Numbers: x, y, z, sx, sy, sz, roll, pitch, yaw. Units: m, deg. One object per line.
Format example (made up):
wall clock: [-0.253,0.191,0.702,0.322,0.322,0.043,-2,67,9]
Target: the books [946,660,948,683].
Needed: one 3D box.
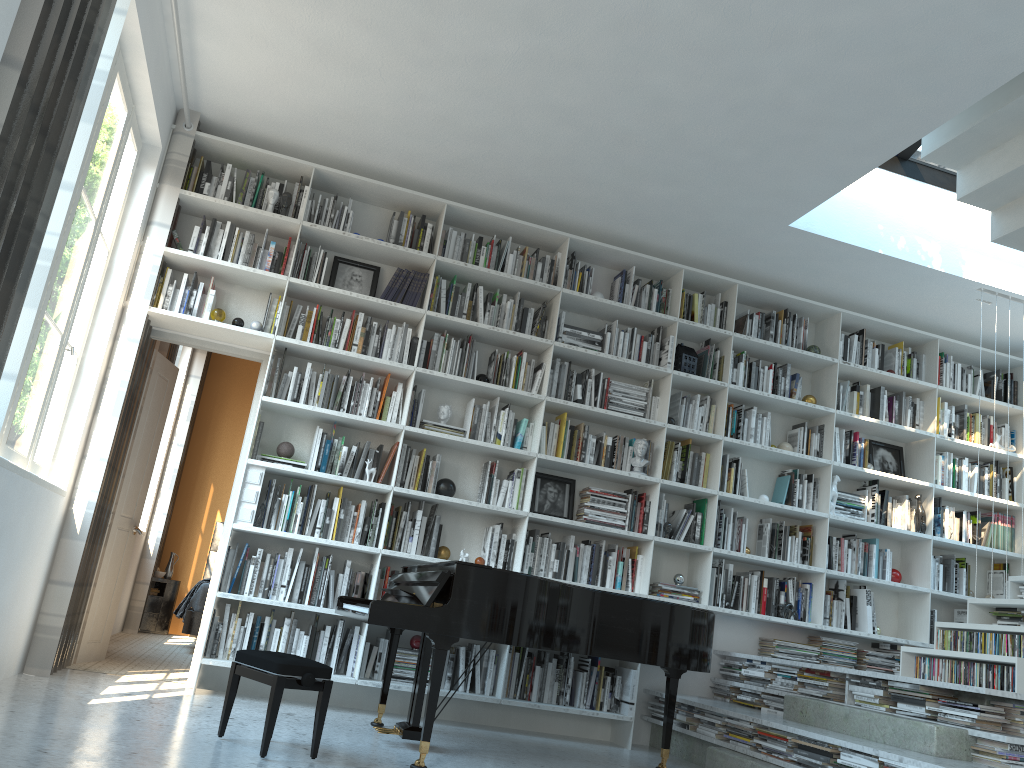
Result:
books: [2.480,1.613,4.950,0.125,0.125,0.007,13,-15,-14]

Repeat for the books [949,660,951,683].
books: [2.487,1.608,4.928,0.125,0.125,0.009,13,-15,-14]

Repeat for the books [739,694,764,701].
books: [1.521,1.930,5.437,0.159,0.009,0.229,13,-15,-13]

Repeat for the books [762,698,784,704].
books: [1.602,1.851,5.147,0.178,0.009,0.277,13,-15,-13]

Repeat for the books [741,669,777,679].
books: [1.564,1.793,5.464,0.189,0.030,0.238,14,-16,-17]

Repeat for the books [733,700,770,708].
books: [1.497,1.964,5.423,0.187,0.009,0.261,12,-15,-11]

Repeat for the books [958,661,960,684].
books: [2.505,1.595,4.871,0.125,0.125,0.008,13,-15,-14]

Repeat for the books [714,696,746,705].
books: [1.423,2.042,5.717,0.163,0.019,0.188,13,-16,-15]

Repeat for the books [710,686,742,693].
books: [1.421,1.982,5.729,0.184,0.006,0.263,13,-15,-13]

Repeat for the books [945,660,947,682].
books: [2.478,1.614,4.957,0.125,0.125,0.008,13,-15,-14]

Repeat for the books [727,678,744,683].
books: [1.499,1.920,5.729,0.134,0.014,0.181,14,-16,-17]

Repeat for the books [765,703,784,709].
books: [1.606,1.879,5.142,0.161,0.012,0.254,13,-15,-13]

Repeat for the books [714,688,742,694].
books: [1.430,1.990,5.730,0.152,0.005,0.242,12,-15,-10]

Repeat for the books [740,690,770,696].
books: [1.526,1.905,5.444,0.144,0.009,0.250,12,-15,-10]

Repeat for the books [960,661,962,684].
books: [2.509,1.591,4.856,0.125,0.125,0.007,13,-15,-14]

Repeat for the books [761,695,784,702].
books: [1.599,1.838,5.149,0.181,0.017,0.250,14,-16,-17]

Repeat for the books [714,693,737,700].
books: [1.435,2.024,5.724,0.147,0.014,0.293,13,-16,-14]

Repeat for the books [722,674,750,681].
books: [1.488,1.903,5.729,0.163,0.017,0.233,12,-15,-12]

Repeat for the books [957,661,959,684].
books: [2.503,1.596,4.877,0.125,0.125,0.007,13,-15,-14]

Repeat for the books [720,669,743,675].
books: [1.488,1.871,5.736,0.179,0.012,0.262,13,-16,-14]

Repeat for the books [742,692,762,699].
books: [1.529,1.918,5.442,0.137,0.018,0.201,14,-16,-18]

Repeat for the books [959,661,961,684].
books: [2.507,1.593,4.863,0.125,0.125,0.007,13,-15,-14]

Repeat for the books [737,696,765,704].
books: [1.507,1.939,5.431,0.180,0.016,0.183,14,-16,-17]

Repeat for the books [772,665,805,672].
books: [1.667,1.674,5.196,0.165,0.015,0.243,14,-16,-19]

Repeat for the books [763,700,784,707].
books: [1.604,1.864,5.145,0.156,0.017,0.263,14,-16,-18]

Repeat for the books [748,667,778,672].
books: [1.584,1.770,5.475,0.143,0.012,0.264,11,-15,-9]

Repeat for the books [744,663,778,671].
books: [1.586,1.756,5.479,0.163,0.018,0.290,13,-16,-15]

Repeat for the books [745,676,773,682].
books: [1.576,1.823,5.462,0.152,0.009,0.259,14,-16,-17]

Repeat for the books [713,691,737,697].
books: [1.426,2.009,5.725,0.170,0.012,0.215,13,-16,-14]

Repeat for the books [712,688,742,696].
books: [1.431,1.998,5.728,0.159,0.012,0.279,13,-16,-15]

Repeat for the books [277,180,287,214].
books: [-1.445,-1.111,5.545,0.013,0.291,0.154,13,-15,-14]

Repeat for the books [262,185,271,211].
books: [-1.534,-1.100,5.509,0.021,0.225,0.156,13,-15,-14]

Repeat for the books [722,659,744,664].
books: [1.502,1.813,5.752,0.159,0.011,0.246,14,-16,-17]

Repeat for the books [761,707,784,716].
books: [1.582,1.908,5.129,0.189,0.028,0.202,14,-16,-19]

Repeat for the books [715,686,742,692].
books: [1.430,1.976,5.733,0.160,0.009,0.211,12,-15,-10]

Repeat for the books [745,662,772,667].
books: [1.589,1.745,5.482,0.159,0.007,0.286,13,-16,-15]

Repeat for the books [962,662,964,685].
books: [2.513,1.588,4.842,0.125,0.125,0.010,13,-15,-14]

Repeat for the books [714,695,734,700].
books: [1.425,2.031,5.720,0.144,0.005,0.258,11,-15,-9]

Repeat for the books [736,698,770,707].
books: [1.516,1.957,5.430,0.160,0.014,0.268,13,-16,-15]

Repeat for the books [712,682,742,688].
books: [1.429,1.953,5.738,0.174,0.009,0.240,12,-15,-12]

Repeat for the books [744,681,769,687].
books: [1.566,1.854,5.452,0.173,0.016,0.233,13,-16,-15]

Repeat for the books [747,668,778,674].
books: [1.577,1.778,5.471,0.171,0.007,0.207,12,-15,-12]

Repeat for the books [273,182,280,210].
books: [-1.487,-1.104,5.521,0.021,0.252,0.179,13,-15,-14]

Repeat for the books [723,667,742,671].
books: [1.505,1.857,5.744,0.145,0.008,0.298,13,-16,-15]

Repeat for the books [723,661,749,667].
books: [1.500,1.822,5.750,0.167,0.008,0.235,13,-16,-15]

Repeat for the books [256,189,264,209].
books: [-1.568,-1.090,5.490,0.024,0.187,0.159,13,-15,-14]

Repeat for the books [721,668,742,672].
books: [1.496,1.863,5.740,0.156,0.009,0.288,13,-16,-16]

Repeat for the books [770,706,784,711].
books: [1.610,1.893,5.140,0.138,0.014,0.215,12,-15,-10]

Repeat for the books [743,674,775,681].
books: [1.574,1.814,5.463,0.163,0.008,0.295,13,-16,-16]

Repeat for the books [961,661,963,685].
books: [2.511,1.590,4.849,0.125,0.125,0.007,13,-15,-14]

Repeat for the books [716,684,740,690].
books: [1.433,1.965,5.736,0.152,0.015,0.208,11,-15,-9]

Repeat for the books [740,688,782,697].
books: [1.529,1.894,5.447,0.149,0.014,0.229,13,-16,-16]

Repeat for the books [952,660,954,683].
books: [2.492,1.604,4.913,0.125,0.125,0.009,13,-15,-14]

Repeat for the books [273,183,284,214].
books: [-1.463,-1.102,5.524,0.027,0.258,0.147,13,-15,-14]

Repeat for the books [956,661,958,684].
books: [2.500,1.598,4.885,0.125,0.125,0.009,13,-15,-14]

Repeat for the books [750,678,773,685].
books: [1.586,1.840,5.461,0.131,0.021,0.240,12,-15,-12]

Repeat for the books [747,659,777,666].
books: [1.581,1.729,5.483,0.171,0.020,0.194,14,-16,-19]

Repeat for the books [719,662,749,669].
books: [1.489,1.831,5.744,0.171,0.015,0.253,14,-16,-19]

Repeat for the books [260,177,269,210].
books: [-1.546,-1.127,5.512,0.013,0.274,0.158,13,-15,-14]

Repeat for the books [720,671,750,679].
books: [1.482,1.884,5.731,0.175,0.017,0.266,12,-15,-11]
